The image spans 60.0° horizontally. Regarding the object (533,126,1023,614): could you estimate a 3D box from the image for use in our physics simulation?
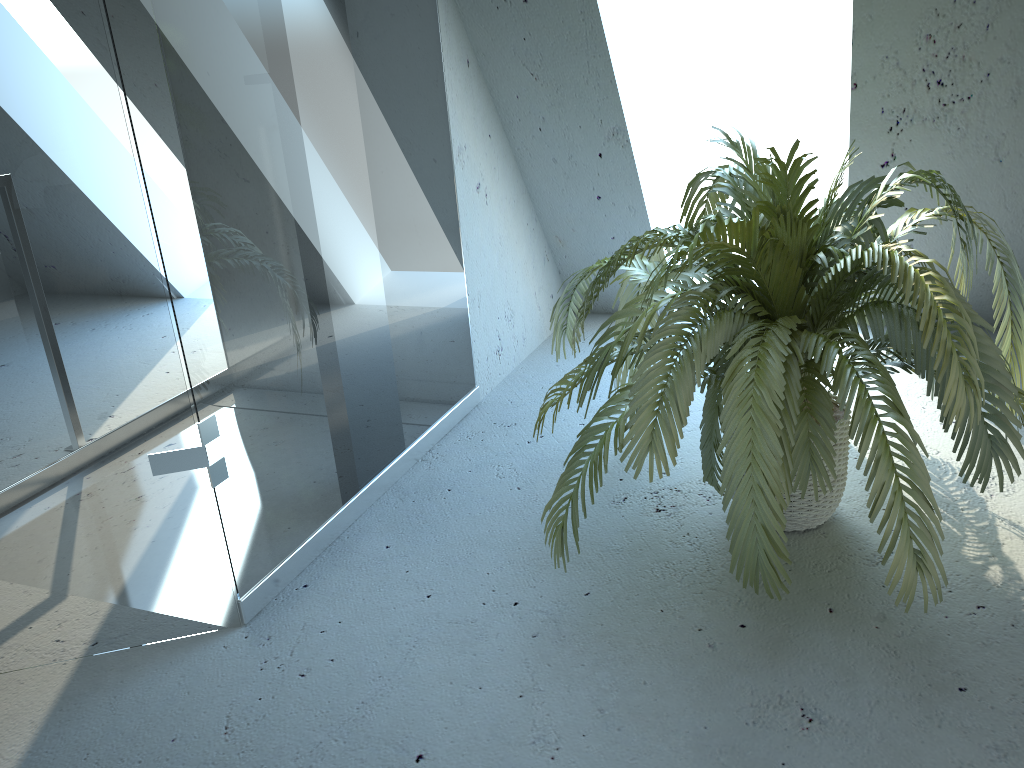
[{"bbox_3d":[0.586,-0.103,1.938,1.112,0.893,1.132,-5,21,1],"label":"object"}]

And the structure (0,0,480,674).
[{"bbox_3d":[-1.074,-0.627,1.975,1.184,2.114,1.835,4,23,22],"label":"structure"}]
